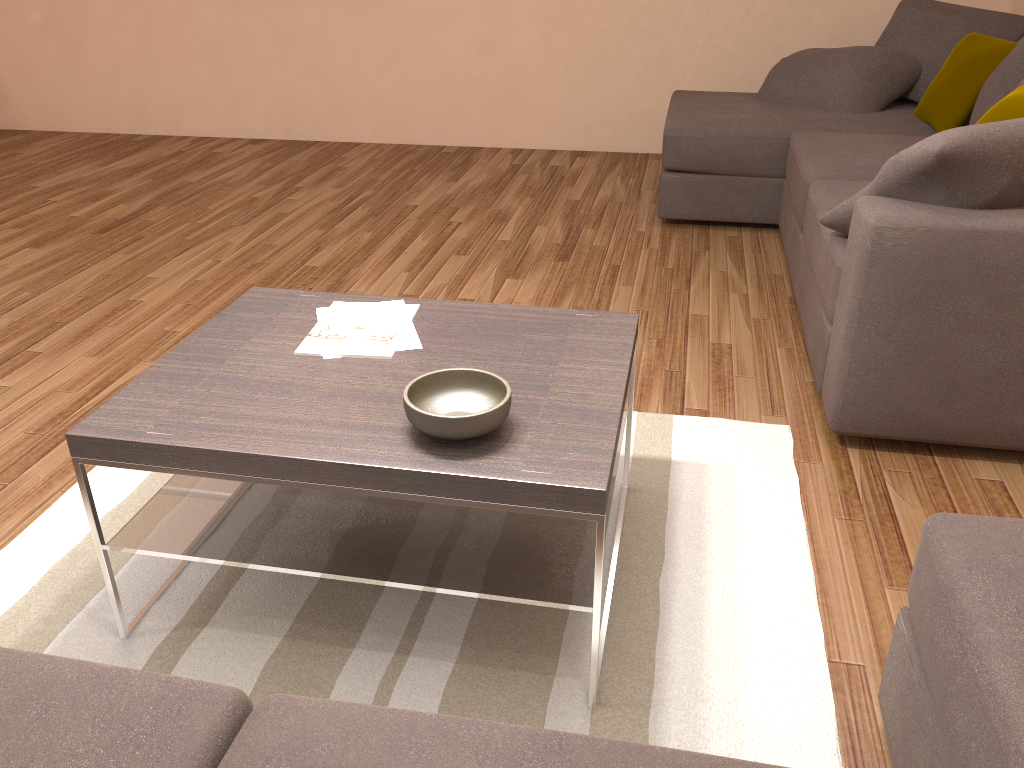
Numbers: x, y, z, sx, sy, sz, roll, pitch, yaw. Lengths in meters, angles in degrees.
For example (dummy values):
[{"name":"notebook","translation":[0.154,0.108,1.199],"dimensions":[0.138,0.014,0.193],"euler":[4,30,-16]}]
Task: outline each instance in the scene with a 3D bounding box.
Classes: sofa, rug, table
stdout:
[{"name":"sofa","translation":[0.066,0.744,0.960],"dimensions":[3.565,0.776,1.906],"euler":[5,28,10]},{"name":"rug","translation":[-0.292,0.451,2.349],"dimensions":[2.122,0.024,1.791],"euler":[5,28,10]},{"name":"table","translation":[-0.287,0.205,2.217],"dimensions":[1.110,0.558,0.856],"euler":[5,28,10]},{"name":"sofa","translation":[1.630,-0.889,4.132],"dimensions":[1.906,0.776,3.565],"euler":[5,28,10]}]

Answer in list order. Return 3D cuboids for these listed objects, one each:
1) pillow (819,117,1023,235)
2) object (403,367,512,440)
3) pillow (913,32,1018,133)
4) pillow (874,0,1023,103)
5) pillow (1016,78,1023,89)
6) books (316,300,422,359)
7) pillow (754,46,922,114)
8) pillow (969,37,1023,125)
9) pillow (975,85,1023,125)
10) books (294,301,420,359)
[{"name":"pillow","translation":[1.425,-0.636,2.748],"dimensions":[0.749,0.470,0.560],"euler":[-9,28,-16]},{"name":"object","translation":[-0.110,0.050,1.813],"dimensions":[0.219,0.081,0.219],"euler":[7,28,15]},{"name":"pillow","translation":[2.297,-1.506,4.511],"dimensions":[0.335,0.486,0.631],"euler":[2,27,4]},{"name":"pillow","translation":[2.397,-1.852,5.013],"dimensions":[0.483,0.578,0.806],"euler":[-20,33,-34]},{"name":"pillow","translation":[2.166,-1.071,3.506],"dimensions":[0.459,0.590,0.783],"euler":[7,28,14]},{"name":"books","translation":[-0.377,-0.143,2.294],"dimensions":[0.241,0.008,0.332],"euler":[-7,28,-13]},{"name":"pillow","translation":[1.795,-1.706,5.044],"dimensions":[0.645,0.415,0.792],"euler":[-21,33,-34]},{"name":"pillow","translation":[2.477,-1.443,4.255],"dimensions":[0.431,0.576,0.787],"euler":[12,30,24]},{"name":"pillow","translation":[1.779,-0.847,3.113],"dimensions":[0.382,0.492,0.658],"euler":[18,32,31]},{"name":"books","translation":[-0.389,-0.143,2.278],"dimensions":[0.241,0.010,0.332],"euler":[3,27,6]}]
